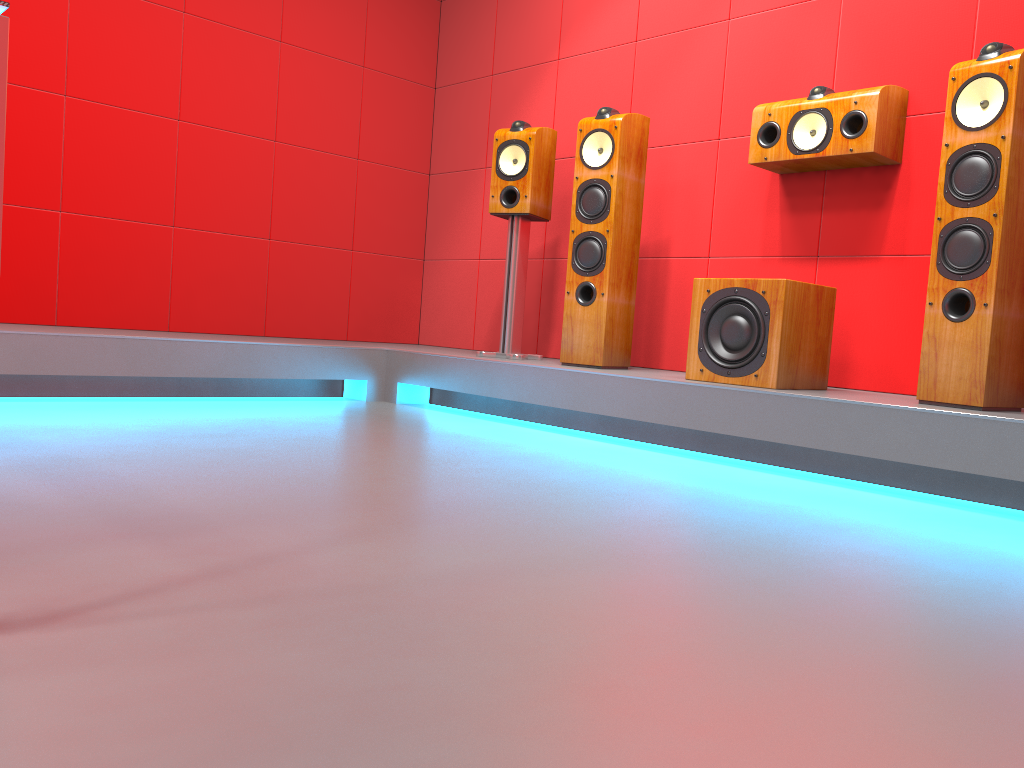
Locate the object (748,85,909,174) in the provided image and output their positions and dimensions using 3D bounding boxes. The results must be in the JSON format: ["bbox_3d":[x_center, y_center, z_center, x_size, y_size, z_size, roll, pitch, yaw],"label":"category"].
[{"bbox_3d":[1.166,-0.955,3.297,0.235,0.271,0.493,1,5,-43],"label":"object"}]

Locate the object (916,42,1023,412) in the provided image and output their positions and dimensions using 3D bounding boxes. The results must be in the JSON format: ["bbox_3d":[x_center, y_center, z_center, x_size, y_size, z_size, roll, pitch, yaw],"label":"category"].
[{"bbox_3d":[1.398,-0.453,2.608,0.238,1.052,0.203,2,4,-33],"label":"object"}]

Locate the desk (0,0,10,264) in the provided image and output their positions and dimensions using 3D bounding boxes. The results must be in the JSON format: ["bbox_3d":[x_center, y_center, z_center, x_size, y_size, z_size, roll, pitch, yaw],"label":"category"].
[{"bbox_3d":[-1.304,-0.140,1.353,0.594,0.690,1.617,1,5,-43],"label":"desk"}]

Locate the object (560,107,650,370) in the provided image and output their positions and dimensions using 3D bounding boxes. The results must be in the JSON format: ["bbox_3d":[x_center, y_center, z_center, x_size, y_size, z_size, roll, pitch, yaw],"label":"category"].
[{"bbox_3d":[0.381,-0.593,3.653,0.203,1.052,0.238,7,4,36],"label":"object"}]

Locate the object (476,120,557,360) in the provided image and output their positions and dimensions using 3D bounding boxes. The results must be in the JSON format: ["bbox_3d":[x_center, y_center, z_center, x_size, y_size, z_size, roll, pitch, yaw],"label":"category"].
[{"bbox_3d":[0.028,-0.644,4.027,0.231,1.058,0.265,6,4,26],"label":"object"}]

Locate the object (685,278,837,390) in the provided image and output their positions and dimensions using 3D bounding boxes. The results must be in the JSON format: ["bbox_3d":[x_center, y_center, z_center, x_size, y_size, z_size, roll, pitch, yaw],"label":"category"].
[{"bbox_3d":[0.872,-0.176,3.123,0.360,0.360,0.360,1,5,-43],"label":"object"}]
